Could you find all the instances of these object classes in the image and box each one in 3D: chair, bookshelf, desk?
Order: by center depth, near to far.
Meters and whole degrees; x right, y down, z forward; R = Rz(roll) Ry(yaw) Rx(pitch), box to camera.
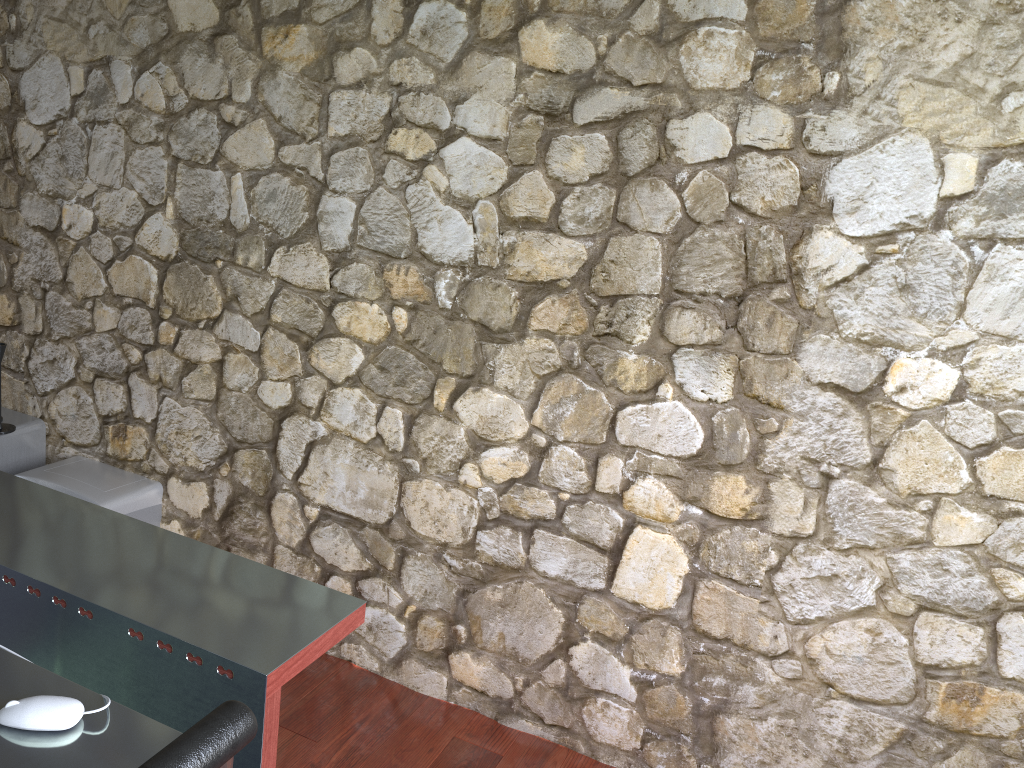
[{"bbox_3d":[-0.650,0.766,0.804,0.702,1.012,0.670,13,14,26],"label":"chair"},{"bbox_3d":[-1.699,0.597,1.530,2.517,0.719,1.311,13,15,22],"label":"desk"},{"bbox_3d":[-2.247,0.263,3.101,1.199,0.455,0.439,13,14,22],"label":"bookshelf"}]

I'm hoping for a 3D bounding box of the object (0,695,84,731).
[{"bbox_3d":[-0.620,0.431,1.166,0.106,0.028,0.060,5,14,-8],"label":"object"}]

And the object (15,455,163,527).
[{"bbox_3d":[-1.393,0.480,2.796,0.402,0.383,0.365,12,14,22],"label":"object"}]

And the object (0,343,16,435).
[{"bbox_3d":[-1.655,0.012,2.858,0.095,0.285,0.095,11,13,18],"label":"object"}]

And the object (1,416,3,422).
[{"bbox_3d":[-1.738,-0.016,2.927,0.095,0.285,0.096,3,13,-17],"label":"object"}]
